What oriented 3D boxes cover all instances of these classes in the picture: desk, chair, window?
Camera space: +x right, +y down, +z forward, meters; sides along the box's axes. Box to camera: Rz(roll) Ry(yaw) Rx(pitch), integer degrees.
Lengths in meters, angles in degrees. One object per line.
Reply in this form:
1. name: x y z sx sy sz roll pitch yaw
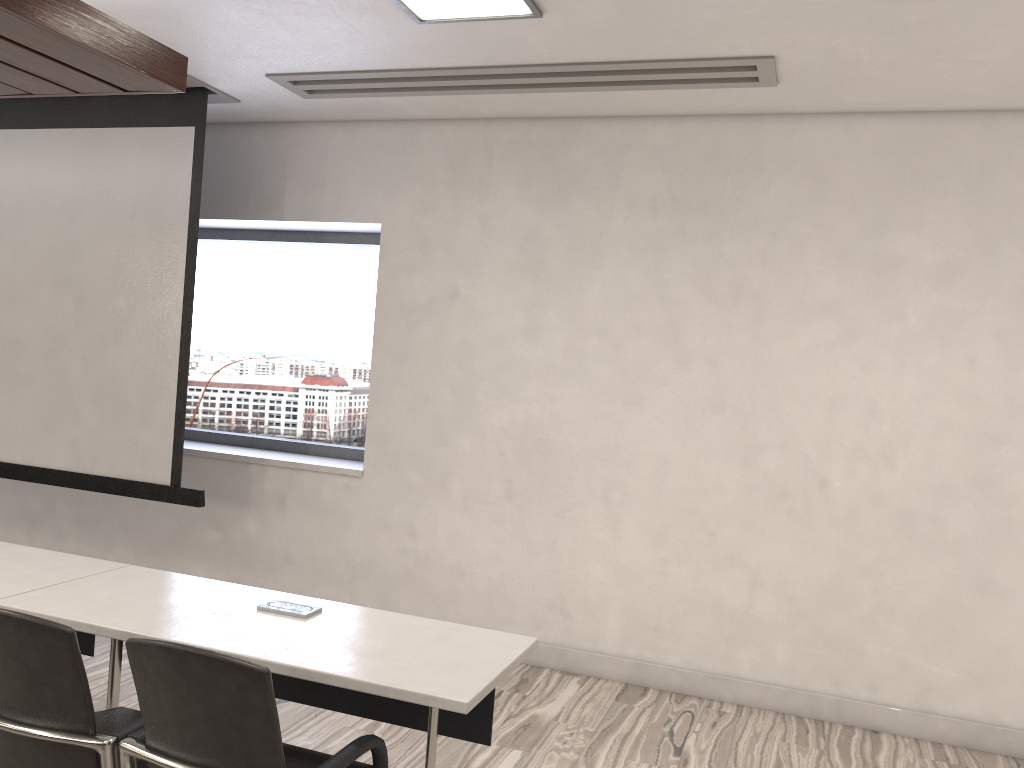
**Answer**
1. desk: -2.184 0.962 3.117 1.509 0.795 0.577 5 1 19
2. desk: -0.755 1.084 2.634 1.509 0.795 0.577 5 1 19
3. chair: -0.624 1.031 2.203 0.513 0.939 0.638 5 1 19
4. chair: -1.120 0.989 2.356 0.513 0.939 0.638 5 1 18
5. window: -3.954 -0.488 6.607 6.968 1.419 0.118 5 1 19

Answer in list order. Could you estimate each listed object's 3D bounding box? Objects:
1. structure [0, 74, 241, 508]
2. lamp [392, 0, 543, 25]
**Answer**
1. structure: -3.229 -0.650 5.244 3.550 2.329 0.438 5 1 19
2. lamp: -0.176 -1.470 3.292 0.519 0.120 0.324 5 1 19
